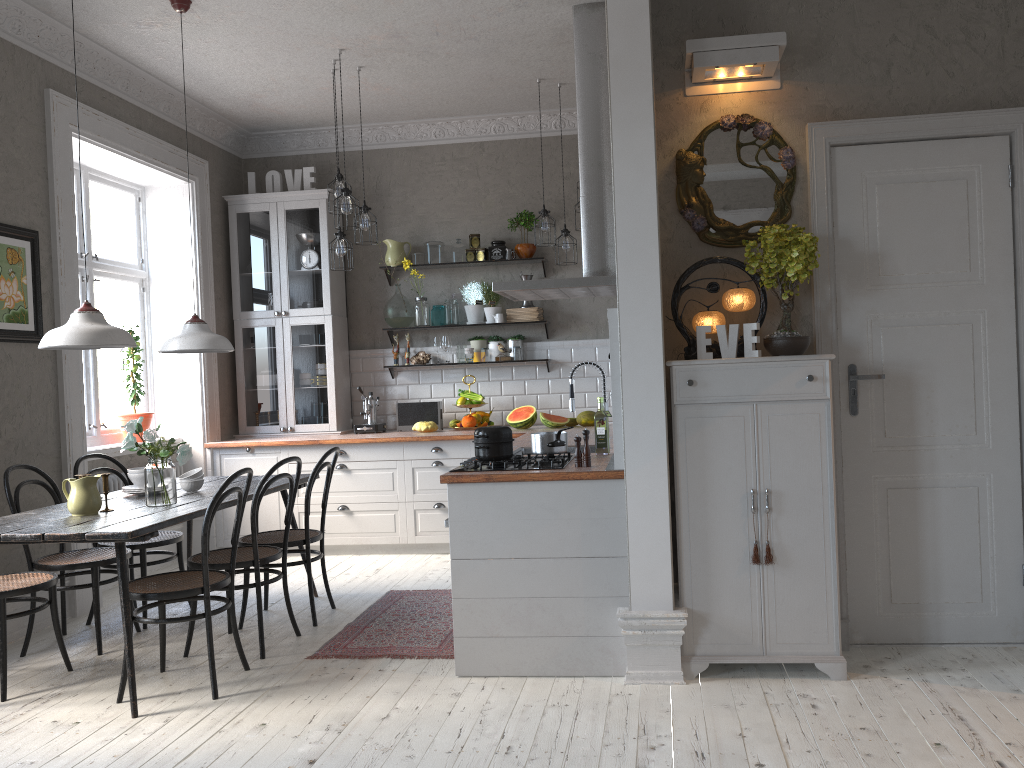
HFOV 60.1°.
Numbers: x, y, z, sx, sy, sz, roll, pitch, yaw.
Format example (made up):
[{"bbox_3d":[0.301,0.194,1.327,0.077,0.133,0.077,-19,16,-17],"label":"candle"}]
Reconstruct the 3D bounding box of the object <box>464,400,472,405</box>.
[{"bbox_3d":[-0.339,0.152,6.786,0.063,0.061,0.067,-2,1,8],"label":"object"}]

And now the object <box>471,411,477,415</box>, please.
[{"bbox_3d":[-0.289,0.256,6.903,0.085,0.093,0.087,-2,1,4],"label":"object"}]

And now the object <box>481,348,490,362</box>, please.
[{"bbox_3d":[-0.210,-0.229,6.979,0.078,0.108,0.078,-2,1,2],"label":"object"}]

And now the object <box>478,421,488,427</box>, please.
[{"bbox_3d":[-0.225,0.311,6.773,0.069,0.051,0.088,-3,1,-34],"label":"object"}]

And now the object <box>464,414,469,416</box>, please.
[{"bbox_3d":[-0.318,0.268,6.914,0.077,0.076,0.157,-2,1,35],"label":"object"}]

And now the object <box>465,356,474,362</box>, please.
[{"bbox_3d":[-0.332,-0.195,6.939,0.077,0.051,0.077,-2,1,1],"label":"object"}]

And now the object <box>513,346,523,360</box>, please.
[{"bbox_3d":[0.042,-0.239,6.922,0.078,0.108,0.078,-2,1,2],"label":"object"}]

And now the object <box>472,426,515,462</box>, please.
[{"bbox_3d":[-0.082,0.265,3.935,0.192,0.147,0.191,-3,1,-12],"label":"object"}]

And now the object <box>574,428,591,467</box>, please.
[{"bbox_3d":[0.302,0.272,3.804,0.072,0.167,0.036,-2,1,7],"label":"object"}]

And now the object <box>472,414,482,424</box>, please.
[{"bbox_3d":[-0.275,0.267,6.786,0.087,0.078,0.089,-2,1,35],"label":"object"}]

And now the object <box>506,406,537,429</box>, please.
[{"bbox_3d":[0.072,0.252,6.620,0.231,0.174,0.221,-2,1,30],"label":"object"}]

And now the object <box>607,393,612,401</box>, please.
[{"bbox_3d":[0.627,-0.036,5.520,0.080,0.443,0.331,-2,1,10],"label":"object"}]

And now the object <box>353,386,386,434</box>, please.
[{"bbox_3d":[-1.124,0.199,6.888,0.204,0.370,0.355,-2,1,9],"label":"object"}]

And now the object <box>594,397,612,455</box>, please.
[{"bbox_3d":[0.449,0.205,4.323,0.089,0.282,0.082,-2,1,8],"label":"object"}]

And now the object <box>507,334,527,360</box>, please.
[{"bbox_3d":[0.041,-0.289,7.036,0.158,0.213,0.153,-2,1,6],"label":"object"}]

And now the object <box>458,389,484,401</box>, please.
[{"bbox_3d":[-0.316,0.085,6.811,0.209,0.101,0.068,-2,1,14],"label":"object"}]

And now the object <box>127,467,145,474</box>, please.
[{"bbox_3d":[-1.876,0.478,4.551,0.180,0.094,0.179,-2,1,-1],"label":"object"}]

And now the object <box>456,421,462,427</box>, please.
[{"bbox_3d":[-0.390,0.309,6.834,0.083,0.057,0.090,-2,1,40],"label":"object"}]

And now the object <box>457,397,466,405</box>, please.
[{"bbox_3d":[-0.383,0.131,6.776,0.058,0.069,0.080,-2,1,28],"label":"object"}]

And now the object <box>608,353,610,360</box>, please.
[{"bbox_3d":[0.704,-0.176,5.882,0.106,0.161,0.139,-2,1,25],"label":"object"}]

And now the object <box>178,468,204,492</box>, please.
[{"bbox_3d":[-1.653,0.497,4.567,0.123,0.119,0.129,-2,1,24],"label":"object"}]

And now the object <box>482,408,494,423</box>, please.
[{"bbox_3d":[-0.193,0.241,6.841,0.060,0.120,0.128,-2,1,32],"label":"object"}]

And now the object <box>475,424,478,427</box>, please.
[{"bbox_3d":[-0.293,0.320,6.787,0.070,0.065,0.070,-2,1,29],"label":"object"}]

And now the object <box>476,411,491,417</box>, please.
[{"bbox_3d":[-0.219,0.236,6.852,0.127,0.056,0.059,-2,1,0],"label":"object"}]

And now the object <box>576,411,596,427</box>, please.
[{"bbox_3d":[0.572,0.259,6.635,0.207,0.119,0.130,-3,1,-29],"label":"object"}]

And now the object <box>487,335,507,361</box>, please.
[{"bbox_3d":[-0.124,-0.284,7.048,0.170,0.214,0.150,-2,1,38],"label":"object"}]

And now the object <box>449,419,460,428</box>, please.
[{"bbox_3d":[-0.424,0.307,6.875,0.075,0.072,0.155,-2,1,38],"label":"object"}]

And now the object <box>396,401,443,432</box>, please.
[{"bbox_3d":[-0.723,0.254,6.928,0.349,0.226,0.088,-2,1,7],"label":"object"}]

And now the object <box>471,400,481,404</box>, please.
[{"bbox_3d":[-0.278,0.151,6.813,0.076,0.062,0.099,-3,1,-19],"label":"object"}]

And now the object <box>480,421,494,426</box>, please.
[{"bbox_3d":[-0.223,0.300,6.896,0.055,0.044,0.212,-3,1,-44],"label":"object"}]

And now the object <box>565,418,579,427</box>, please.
[{"bbox_3d":[0.447,0.287,6.701,0.204,0.073,0.118,-3,1,-29],"label":"object"}]

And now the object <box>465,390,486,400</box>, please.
[{"bbox_3d":[-0.276,0.093,6.876,0.177,0.096,0.090,-2,1,28],"label":"object"}]

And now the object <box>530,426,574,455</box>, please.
[{"bbox_3d":[0.222,0.258,4.129,0.297,0.134,0.178,-2,1,43],"label":"object"}]

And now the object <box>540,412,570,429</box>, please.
[{"bbox_3d":[0.320,0.267,6.539,0.226,0.127,0.147,-2,1,-9],"label":"object"}]

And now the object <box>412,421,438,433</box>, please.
[{"bbox_3d":[-0.657,0.325,6.715,0.196,0.083,0.190,-2,1,9],"label":"object"}]

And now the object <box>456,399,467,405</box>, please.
[{"bbox_3d":[-0.385,0.146,6.853,0.096,0.078,0.101,-2,1,-5],"label":"object"}]

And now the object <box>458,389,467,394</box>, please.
[{"bbox_3d":[-0.381,0.066,6.824,0.073,0.058,0.050,-3,1,-15],"label":"object"}]

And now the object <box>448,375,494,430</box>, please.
[{"bbox_3d":[-0.323,0.141,6.840,0.354,0.425,0.350,-2,1,-7],"label":"object"}]

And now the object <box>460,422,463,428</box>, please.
[{"bbox_3d":[-0.373,0.317,6.848,0.070,0.076,0.227,-2,1,-9],"label":"object"}]

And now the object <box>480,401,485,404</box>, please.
[{"bbox_3d":[-0.233,0.146,6.838,0.051,0.050,0.050,-2,1,17],"label":"object"}]

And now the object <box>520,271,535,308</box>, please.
[{"bbox_3d":[0.118,-0.737,6.970,0.131,0.287,0.130,-2,1,-7],"label":"object"}]

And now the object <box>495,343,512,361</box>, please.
[{"bbox_3d":[-0.063,-0.251,6.953,0.120,0.147,0.099,-3,1,-24],"label":"object"}]

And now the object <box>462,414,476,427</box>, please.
[{"bbox_3d":[-0.326,0.281,6.716,0.115,0.111,0.109,-3,1,-24],"label":"object"}]
